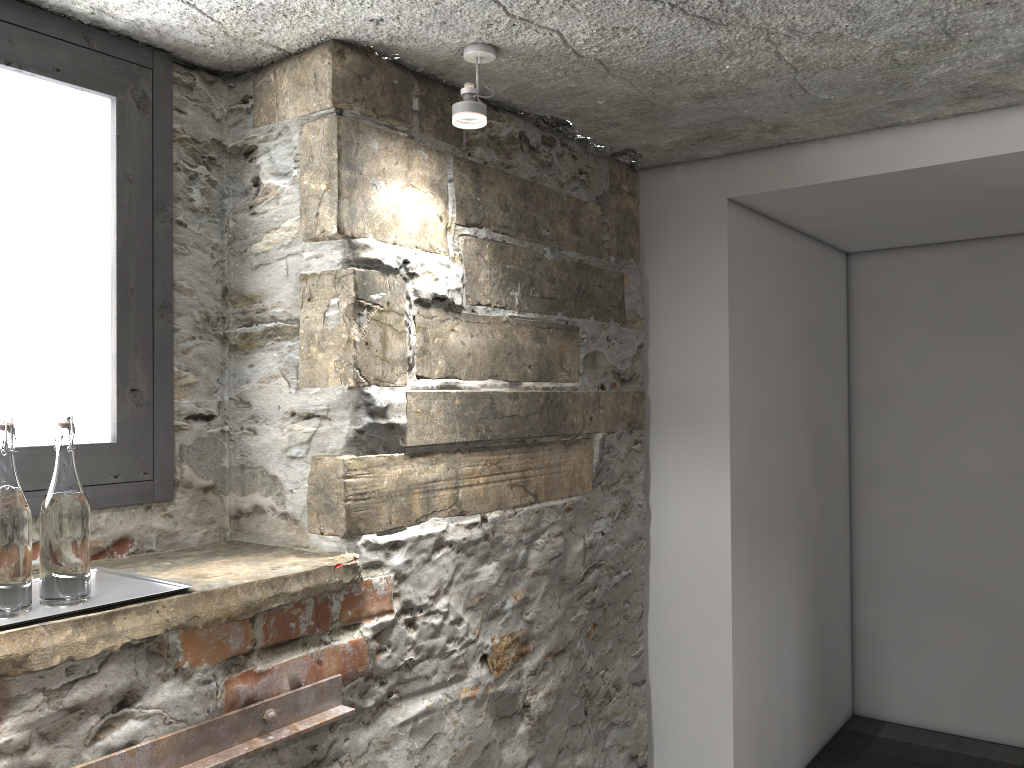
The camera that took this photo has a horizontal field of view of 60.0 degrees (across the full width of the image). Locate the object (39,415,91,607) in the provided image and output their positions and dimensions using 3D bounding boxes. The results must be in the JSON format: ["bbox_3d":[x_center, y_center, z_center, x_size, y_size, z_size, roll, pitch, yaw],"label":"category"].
[{"bbox_3d":[-0.717,0.201,1.424,0.073,0.300,0.073,-1,-1,4],"label":"object"}]

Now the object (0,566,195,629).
[{"bbox_3d":[-0.798,0.348,1.418,0.310,0.007,0.457,-1,-1,36],"label":"object"}]

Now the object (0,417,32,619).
[{"bbox_3d":[-0.772,0.200,1.349,0.073,0.300,0.073,-1,-1,4],"label":"object"}]

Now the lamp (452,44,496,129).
[{"bbox_3d":[-0.081,-0.641,1.911,0.098,0.165,0.077,0,-1,-21],"label":"lamp"}]
